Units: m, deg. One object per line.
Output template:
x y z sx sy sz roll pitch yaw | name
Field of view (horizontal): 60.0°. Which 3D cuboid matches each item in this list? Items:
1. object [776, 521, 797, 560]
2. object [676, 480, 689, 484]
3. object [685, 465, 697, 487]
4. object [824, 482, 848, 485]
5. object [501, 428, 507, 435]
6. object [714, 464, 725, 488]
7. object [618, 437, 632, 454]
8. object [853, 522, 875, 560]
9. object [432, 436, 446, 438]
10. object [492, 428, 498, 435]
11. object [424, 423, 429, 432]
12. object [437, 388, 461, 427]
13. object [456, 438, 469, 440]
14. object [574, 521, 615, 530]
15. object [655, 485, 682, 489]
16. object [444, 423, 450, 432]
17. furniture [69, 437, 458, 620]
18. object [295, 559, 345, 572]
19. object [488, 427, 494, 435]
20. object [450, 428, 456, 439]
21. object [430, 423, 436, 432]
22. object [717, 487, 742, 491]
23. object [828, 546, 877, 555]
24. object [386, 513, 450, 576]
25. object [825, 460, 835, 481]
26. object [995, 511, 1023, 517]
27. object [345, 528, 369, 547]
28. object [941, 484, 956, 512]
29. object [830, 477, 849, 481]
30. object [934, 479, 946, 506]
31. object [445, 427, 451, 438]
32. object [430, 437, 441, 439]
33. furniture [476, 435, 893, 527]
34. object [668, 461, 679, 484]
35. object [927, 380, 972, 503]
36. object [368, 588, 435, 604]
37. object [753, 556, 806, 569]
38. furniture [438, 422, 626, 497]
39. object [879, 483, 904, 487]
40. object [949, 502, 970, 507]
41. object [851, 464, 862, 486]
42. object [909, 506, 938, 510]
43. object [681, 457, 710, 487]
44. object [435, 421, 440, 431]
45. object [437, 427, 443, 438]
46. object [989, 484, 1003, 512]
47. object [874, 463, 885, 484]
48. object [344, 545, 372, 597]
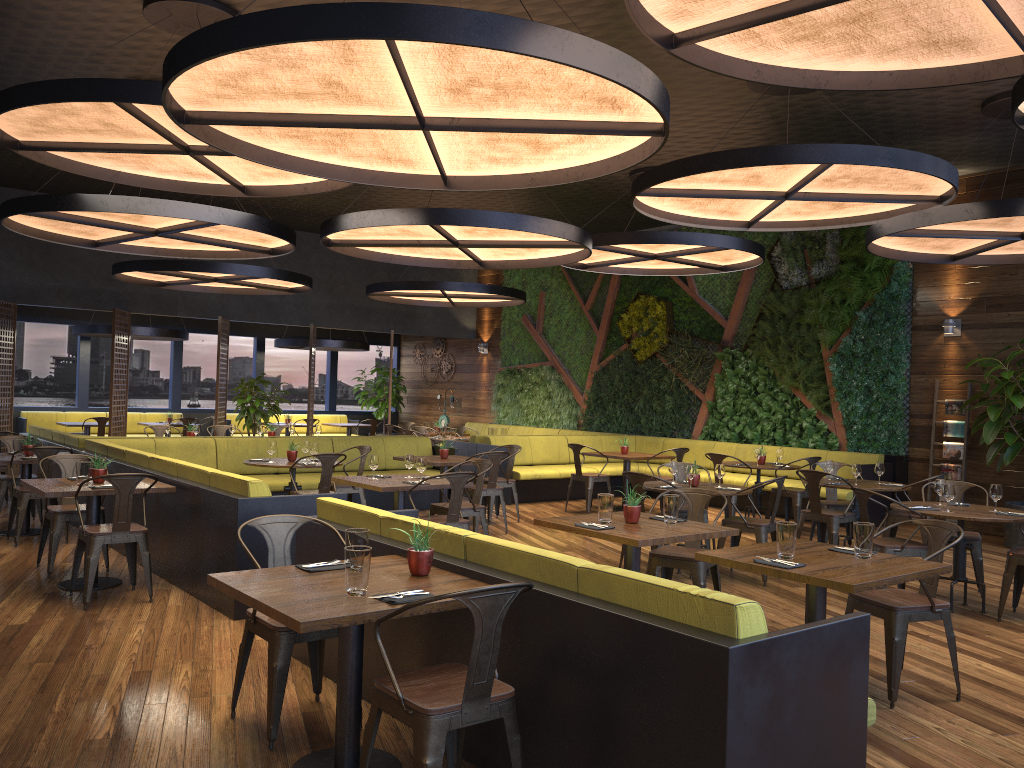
1.376 0.786 4.448 0.102 0.178 0.102 2 -1 27 | object
1.632 0.916 8.309 0.157 0.019 0.255 2 -1 4 | object
1.569 0.815 7.774 0.097 0.206 0.097 2 -1 23 | object
3.174 0.970 8.658 0.255 0.019 0.157 2 -1 -40 | object
-0.135 0.848 15.315 0.102 0.178 0.102 1 -1 37 | object
1.869 0.827 7.974 0.097 0.206 0.097 2 -1 3 | object
1.531 0.823 12.127 0.260 0.271 0.238 2 -1 1 | object
1.793 0.800 4.524 0.102 0.178 0.102 2 -1 27 | object
-1.222 0.889 14.939 0.157 0.019 0.255 2 -1 -39 | object
-0.300 0.840 15.076 0.102 0.178 0.102 2 -1 -3 | object
-1.603 0.813 16.557 0.102 0.178 0.102 1 -1 37 | object
-1.401 0.896 19.466 0.459 1.615 0.848 2 -1 -38 | object
-0.831 0.896 14.456 0.255 0.019 0.157 2 -1 -39 | object
0.481 0.846 5.323 0.157 0.019 0.255 2 -1 -39 | object
1.394 0.904 7.801 0.255 0.019 0.157 2 -1 -40 | object
-1.224 0.826 16.629 0.102 0.178 0.102 2 -1 -3 | object
-2.533 1.114 10.161 4.895 0.914 7.462 2 -1 -43 | furniture
-0.804 0.789 3.878 0.255 0.019 0.157 2 -1 -39 | object
-0.374 0.842 15.451 0.102 0.178 0.102 1 -1 37 | object
-0.966 0.813 14.550 0.102 0.178 0.102 2 -1 -3 | object
-1.491 0.819 16.744 0.102 0.178 0.102 2 -1 -3 | object
1.899 0.920 7.802 0.255 0.019 0.157 2 -1 30 | object
1.822 0.882 4.695 0.157 0.019 0.255 2 -1 -39 | object
-0.387 0.676 3.783 0.238 0.271 0.260 2 -1 -33 | object
3.249 0.883 9.075 0.097 0.206 0.097 2 -1 -22 | object
3.716 0.967 6.629 0.255 0.019 0.157 1 -1 38 | object
-0.664 0.713 3.786 0.102 0.178 0.102 1 -1 37 | object
3.291 0.859 6.685 0.097 0.206 0.097 2 -1 -34 | object
3.386 0.982 9.177 0.157 0.019 0.255 2 -1 4 | object
3.440 0.869 7.120 0.097 0.206 0.097 2 -1 20 | object
-1.075 0.813 14.898 0.102 0.178 0.102 1 -1 37 | object
-1.286 0.882 14.475 0.157 0.019 0.255 2 -1 -39 | object
2.195 1.288 12.182 3.372 0.914 4.503 2 -1 -38 | furniture
1.495 0.817 8.206 0.097 0.206 0.097 2 -1 -32 | object
5.509 0.892 11.196 0.210 1.896 0.441 2 -1 -38 | object
-0.419 0.796 3.337 0.255 0.019 0.157 2 -1 -39 | object
1.281 0.861 4.309 0.157 0.019 0.255 2 -1 -39 | object
-0.674 1.231 15.823 3.378 0.916 4.755 2 -1 -38 | furniture
3.708 0.988 8.702 0.255 0.019 0.157 2 -1 30 | object
3.607 0.968 7.157 0.157 0.019 0.255 2 -1 29 | object
3.349 0.881 8.632 0.097 0.206 0.097 1 -1 41 | object
3.159 0.950 6.801 0.255 0.019 0.157 2 -1 -7 | object
1.625 0.783 7.970 0.260 0.271 0.238 2 -1 1 | object
-1.392 0.774 16.575 0.238 0.271 0.260 2 -1 -17 | object
-1.191 0.807 14.614 0.102 0.178 0.102 1 -1 37 | object
3.711 0.874 6.804 0.097 0.206 0.097 1 -1 38 | object
3.677 0.894 8.874 0.097 0.206 0.097 2 -1 3 | object
-0.587 0.711 3.369 0.102 0.178 0.102 2 -1 -3 | object
